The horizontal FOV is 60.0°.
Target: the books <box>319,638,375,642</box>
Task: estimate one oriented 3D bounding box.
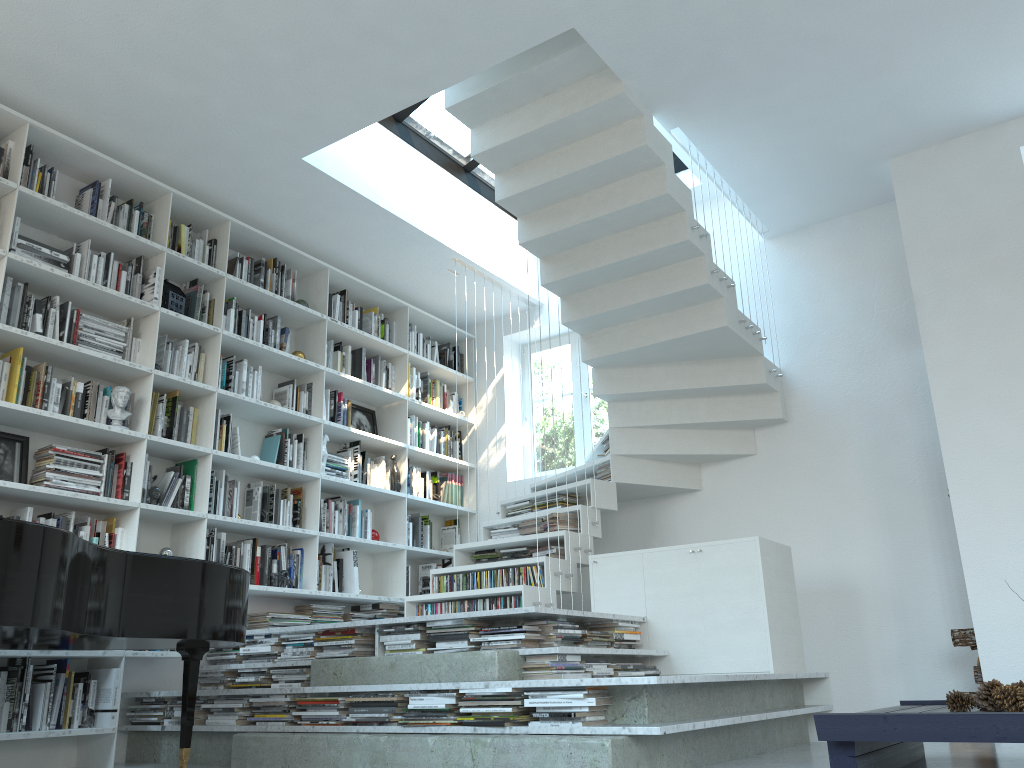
[{"bbox_3d":[-0.858,1.335,4.615,0.254,0.012,0.161,-16,-23,36],"label":"books"}]

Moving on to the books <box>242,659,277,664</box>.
[{"bbox_3d":[-1.344,1.534,4.903,0.233,0.016,0.173,-13,-22,31],"label":"books"}]

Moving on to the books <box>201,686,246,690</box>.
[{"bbox_3d":[-1.627,1.718,5.010,0.187,0.019,0.164,-13,-22,31],"label":"books"}]

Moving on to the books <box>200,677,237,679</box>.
[{"bbox_3d":[-1.629,1.665,5.026,0.242,0.005,0.153,-16,-23,36],"label":"books"}]

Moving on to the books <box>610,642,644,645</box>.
[{"bbox_3d":[0.537,1.358,4.635,0.181,0.008,0.281,-16,-23,36],"label":"books"}]

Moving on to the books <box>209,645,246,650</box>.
[{"bbox_3d":[-1.591,1.509,5.078,0.253,0.015,0.171,-12,-21,27],"label":"books"}]

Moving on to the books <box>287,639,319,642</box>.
[{"bbox_3d":[-1.090,1.384,4.778,0.179,0.010,0.160,-14,-22,32],"label":"books"}]

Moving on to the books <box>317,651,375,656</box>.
[{"bbox_3d":[-0.859,1.395,4.592,0.247,0.014,0.178,-13,-22,30],"label":"books"}]

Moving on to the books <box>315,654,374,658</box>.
[{"bbox_3d":[-0.862,1.405,4.582,0.254,0.011,0.183,-16,-23,36],"label":"books"}]

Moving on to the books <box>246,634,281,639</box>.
[{"bbox_3d":[-1.350,1.410,4.939,0.193,0.020,0.171,-12,-21,27],"label":"books"}]

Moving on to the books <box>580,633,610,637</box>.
[{"bbox_3d":[0.356,1.256,4.416,0.173,0.013,0.246,-13,-22,31],"label":"books"}]

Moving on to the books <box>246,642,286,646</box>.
[{"bbox_3d":[-1.343,1.451,4.935,0.264,0.012,0.144,-16,-23,37],"label":"books"}]

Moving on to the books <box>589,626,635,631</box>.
[{"bbox_3d":[0.526,1.292,4.663,0.167,0.024,0.192,-16,-23,36],"label":"books"}]

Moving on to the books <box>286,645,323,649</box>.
[{"bbox_3d":[-1.087,1.416,4.772,0.215,0.013,0.150,-14,-22,32],"label":"books"}]

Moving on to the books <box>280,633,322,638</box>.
[{"bbox_3d":[-1.098,1.357,4.776,0.243,0.015,0.165,-12,-21,27],"label":"books"}]

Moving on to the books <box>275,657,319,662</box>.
[{"bbox_3d":[-1.096,1.473,4.736,0.297,0.012,0.184,-13,-22,31],"label":"books"}]

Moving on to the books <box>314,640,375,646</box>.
[{"bbox_3d":[-0.859,1.348,4.608,0.293,0.017,0.179,-14,-22,33],"label":"books"}]

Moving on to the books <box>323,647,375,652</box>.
[{"bbox_3d":[-0.847,1.386,4.614,0.237,0.017,0.138,-13,-22,31],"label":"books"}]

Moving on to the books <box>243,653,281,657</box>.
[{"bbox_3d":[-1.342,1.504,4.918,0.259,0.009,0.153,-12,-21,29],"label":"books"}]

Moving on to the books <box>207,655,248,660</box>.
[{"bbox_3d":[-1.588,1.562,5.062,0.265,0.017,0.175,-15,-23,35],"label":"books"}]

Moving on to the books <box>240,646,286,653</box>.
[{"bbox_3d":[-1.352,1.473,4.912,0.238,0.029,0.189,-12,-21,29],"label":"books"}]

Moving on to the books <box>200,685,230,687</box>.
[{"bbox_3d":[-1.627,1.707,5.013,0.257,0.005,0.144,-16,-23,37],"label":"books"}]

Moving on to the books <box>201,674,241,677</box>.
[{"bbox_3d":[-1.631,1.652,5.028,0.210,0.009,0.160,-16,-23,36],"label":"books"}]

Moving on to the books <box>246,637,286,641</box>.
[{"bbox_3d":[-1.343,1.426,4.944,0.285,0.007,0.160,-13,-22,31],"label":"books"}]

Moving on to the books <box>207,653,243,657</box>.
[{"bbox_3d":[-1.586,1.549,5.070,0.262,0.012,0.180,-14,-22,32],"label":"books"}]

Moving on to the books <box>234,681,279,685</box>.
[{"bbox_3d":[-1.370,1.635,4.852,0.268,0.014,0.160,-13,-22,31],"label":"books"}]

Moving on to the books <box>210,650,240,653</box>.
[{"bbox_3d":[-1.578,1.536,5.088,0.298,0.008,0.145,-13,-22,31],"label":"books"}]

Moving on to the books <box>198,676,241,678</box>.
[{"bbox_3d":[-1.635,1.657,5.019,0.262,0.006,0.185,-14,-22,33],"label":"books"}]

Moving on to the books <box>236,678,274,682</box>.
[{"bbox_3d":[-1.377,1.617,4.847,0.183,0.016,0.180,-12,-21,29],"label":"books"}]

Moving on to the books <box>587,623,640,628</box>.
[{"bbox_3d":[0.535,1.273,4.662,0.181,0.013,0.286,-12,-21,27],"label":"books"}]

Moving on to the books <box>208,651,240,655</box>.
[{"bbox_3d":[-1.582,1.541,5.079,0.287,0.009,0.156,-13,-22,30],"label":"books"}]

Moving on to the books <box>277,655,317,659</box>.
[{"bbox_3d":[-1.099,1.461,4.736,0.235,0.012,0.190,-13,-22,30],"label":"books"}]

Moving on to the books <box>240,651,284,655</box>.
[{"bbox_3d":[-1.344,1.495,4.918,0.295,0.008,0.163,-13,-22,30],"label":"books"}]

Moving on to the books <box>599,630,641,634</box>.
[{"bbox_3d":[0.533,1.308,4.653,0.180,0.012,0.262,-16,-23,36],"label":"books"}]

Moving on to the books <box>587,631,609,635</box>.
[{"bbox_3d":[0.361,1.243,4.416,0.173,0.011,0.204,-12,-21,27],"label":"books"}]

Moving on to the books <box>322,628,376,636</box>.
[{"bbox_3d":[-0.855,1.297,4.634,0.262,0.028,0.139,-16,-23,37],"label":"books"}]

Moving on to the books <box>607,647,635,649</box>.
[{"bbox_3d":[0.522,1.385,4.638,0.152,0.009,0.259,-12,-21,29],"label":"books"}]

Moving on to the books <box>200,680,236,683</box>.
[{"bbox_3d":[-1.629,1.685,5.019,0.215,0.012,0.170,-14,-22,32],"label":"books"}]

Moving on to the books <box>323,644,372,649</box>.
[{"bbox_3d":[-0.854,1.367,4.610,0.203,0.018,0.159,-13,-22,30],"label":"books"}]

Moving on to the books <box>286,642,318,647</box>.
[{"bbox_3d":[-1.089,1.403,4.773,0.221,0.013,0.145,-15,-23,35],"label":"books"}]

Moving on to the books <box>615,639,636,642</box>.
[{"bbox_3d":[0.520,1.352,4.649,0.160,0.014,0.268,-13,-22,31],"label":"books"}]

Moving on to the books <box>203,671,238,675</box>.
[{"bbox_3d":[-1.630,1.641,5.033,0.208,0.015,0.153,-16,-23,37],"label":"books"}]

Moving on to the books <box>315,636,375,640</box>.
[{"bbox_3d":[-0.862,1.323,4.613,0.261,0.009,0.187,-13,-22,31],"label":"books"}]

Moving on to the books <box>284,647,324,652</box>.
[{"bbox_3d":[-1.089,1.430,4.764,0.221,0.018,0.154,-13,-22,31],"label":"books"}]

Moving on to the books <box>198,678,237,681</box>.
[{"bbox_3d":[-1.627,1.674,5.025,0.279,0.012,0.159,-13,-22,31],"label":"books"}]

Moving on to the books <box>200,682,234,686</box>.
[{"bbox_3d":[-1.622,1.700,5.024,0.292,0.014,0.148,-14,-22,32],"label":"books"}]

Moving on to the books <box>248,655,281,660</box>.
[{"bbox_3d":[-1.334,1.521,4.923,0.240,0.021,0.132,-15,-23,34],"label":"books"}]

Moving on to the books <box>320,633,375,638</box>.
[{"bbox_3d":[-0.848,1.320,4.637,0.296,0.013,0.129,-13,-22,30],"label":"books"}]

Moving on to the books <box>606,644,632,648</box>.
[{"bbox_3d":[0.517,1.375,4.644,0.132,0.016,0.263,-12,-21,27],"label":"books"}]

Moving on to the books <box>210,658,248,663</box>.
[{"bbox_3d":[-1.582,1.580,5.064,0.233,0.017,0.163,-15,-23,34],"label":"books"}]

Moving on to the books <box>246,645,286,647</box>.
[{"bbox_3d":[-1.346,1.459,4.927,0.206,0.007,0.172,-15,-23,34],"label":"books"}]

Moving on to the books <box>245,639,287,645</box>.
[{"bbox_3d":[-1.344,1.437,4.939,0.290,0.018,0.163,-13,-22,31],"label":"books"}]

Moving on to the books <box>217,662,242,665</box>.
[{"bbox_3d":[-1.574,1.599,5.070,0.181,0.014,0.134,-12,-21,29],"label":"books"}]

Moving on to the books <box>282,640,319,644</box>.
[{"bbox_3d":[-1.093,1.391,4.771,0.234,0.008,0.168,-13,-22,31],"label":"books"}]

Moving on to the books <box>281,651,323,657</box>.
[{"bbox_3d":[-1.094,1.447,4.749,0.242,0.023,0.164,-16,-23,36],"label":"books"}]

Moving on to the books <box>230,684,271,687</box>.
[{"bbox_3d":[-1.379,1.641,4.834,0.261,0.009,0.187,-15,-23,35],"label":"books"}]

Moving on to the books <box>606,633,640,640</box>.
[{"bbox_3d":[0.527,1.329,4.651,0.177,0.030,0.284,-14,-22,33],"label":"books"}]

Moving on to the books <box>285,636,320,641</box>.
[{"bbox_3d":[-1.091,1.373,4.781,0.220,0.013,0.149,-15,-23,35],"label":"books"}]

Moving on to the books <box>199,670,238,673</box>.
[{"bbox_3d":[-1.634,1.629,5.032,0.240,0.009,0.174,-15,-23,34],"label":"books"}]
